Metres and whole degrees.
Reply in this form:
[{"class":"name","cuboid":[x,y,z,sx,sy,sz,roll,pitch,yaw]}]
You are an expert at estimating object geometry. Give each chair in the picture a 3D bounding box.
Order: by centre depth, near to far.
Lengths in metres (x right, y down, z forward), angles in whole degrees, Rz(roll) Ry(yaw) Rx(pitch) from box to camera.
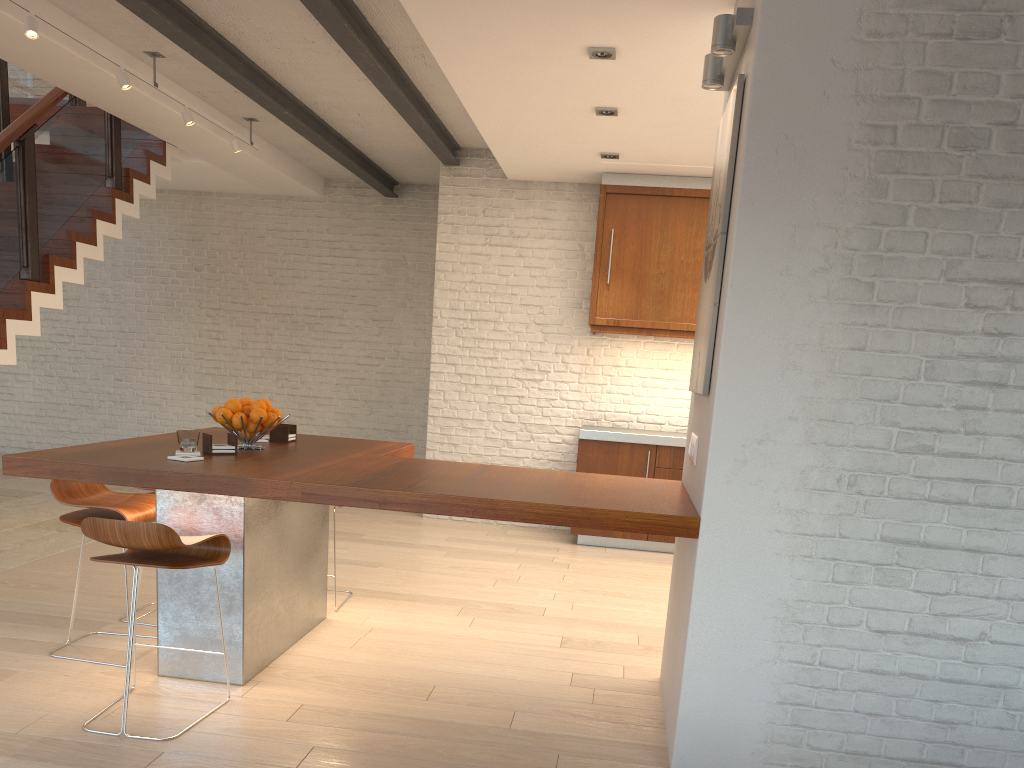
[{"class":"chair","cuboid":[-1.308,0.843,3.175,0.404,0.795,0.411,5,9,7]},{"class":"chair","cuboid":[-1.763,0.795,3.825,0.422,0.795,0.393,5,9,7]},{"class":"chair","cuboid":[-1.695,0.788,4.349,0.422,0.795,0.393,5,9,7]},{"class":"chair","cuboid":[-1.091,0.821,4.833,0.404,0.795,0.411,5,9,7]}]

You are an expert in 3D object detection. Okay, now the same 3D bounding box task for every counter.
[{"class":"counter","cuboid":[-0.538,0.804,3.930,2.492,0.944,1.652,4,4,7]},{"class":"counter","cuboid":[2.019,0.522,5.404,3.327,0.071,3.455,4,1,7]}]

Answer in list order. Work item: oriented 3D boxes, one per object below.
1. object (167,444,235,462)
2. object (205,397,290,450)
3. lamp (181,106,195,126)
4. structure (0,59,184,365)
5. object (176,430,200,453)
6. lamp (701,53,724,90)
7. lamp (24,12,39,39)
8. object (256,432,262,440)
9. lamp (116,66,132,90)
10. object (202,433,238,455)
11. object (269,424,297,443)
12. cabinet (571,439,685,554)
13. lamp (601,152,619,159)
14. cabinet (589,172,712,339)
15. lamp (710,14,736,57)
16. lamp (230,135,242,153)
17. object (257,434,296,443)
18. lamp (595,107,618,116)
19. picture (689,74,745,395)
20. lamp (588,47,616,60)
[{"class":"object","cuboid":[-1.278,0.272,3.522,0.197,0.035,0.388,4,1,11]},{"class":"object","cuboid":[-1.173,0.176,3.891,0.363,0.227,0.357,2,5,-28]},{"class":"lamp","cuboid":[-2.106,-1.738,5.666,0.086,0.132,0.059,5,10,9]},{"class":"structure","cuboid":[-2.718,-1.002,3.972,13.831,4.245,9.956,4,3,7]},{"class":"object","cuboid":[-1.308,0.233,3.522,0.090,0.087,0.089,7,7,22]},{"class":"lamp","cuboid":[0.746,-1.153,3.221,0.078,0.107,0.079,9,10,35]},{"class":"lamp","cuboid":[-2.307,-1.718,4.182,0.059,0.132,0.085,-2,11,-33]},{"class":"object","cuboid":[-1.233,0.223,4.189,0.091,0.087,0.089,4,6,4]},{"class":"lamp","cuboid":[-2.201,-1.728,4.941,0.086,0.132,0.059,5,10,9]},{"class":"object","cuboid":[-1.218,0.250,3.638,0.114,0.084,0.092,0,7,-38]},{"class":"object","cuboid":[-1.127,0.241,4.294,0.094,0.084,0.112,5,5,7]},{"class":"cabinet","cuboid":[2.452,0.013,5.524,2.268,2.896,4.674,0,6,-29]},{"class":"lamp","cuboid":[0.670,-1.577,5.952,0.123,0.056,0.121,4,3,7]},{"class":"cabinet","cuboid":[2.305,-0.870,6.617,3.336,1.200,0.448,4,10,6]},{"class":"lamp","cuboid":[0.701,-1.148,2.875,0.078,0.107,0.079,9,10,35]},{"class":"lamp","cuboid":[-2.017,-1.747,6.369,0.086,0.132,0.057,0,10,-23]},{"class":"object","cuboid":[-1.189,0.262,4.266,0.205,0.035,0.281,4,1,7]},{"class":"lamp","cuboid":[0.539,-1.564,4.944,0.123,0.056,0.121,4,3,7]},{"class":"picture","cuboid":[0.733,-0.476,3.176,0.020,1.041,0.638,5,9,7]},{"class":"lamp","cuboid":[0.420,-1.552,4.040,0.123,0.056,0.121,4,3,7]}]
